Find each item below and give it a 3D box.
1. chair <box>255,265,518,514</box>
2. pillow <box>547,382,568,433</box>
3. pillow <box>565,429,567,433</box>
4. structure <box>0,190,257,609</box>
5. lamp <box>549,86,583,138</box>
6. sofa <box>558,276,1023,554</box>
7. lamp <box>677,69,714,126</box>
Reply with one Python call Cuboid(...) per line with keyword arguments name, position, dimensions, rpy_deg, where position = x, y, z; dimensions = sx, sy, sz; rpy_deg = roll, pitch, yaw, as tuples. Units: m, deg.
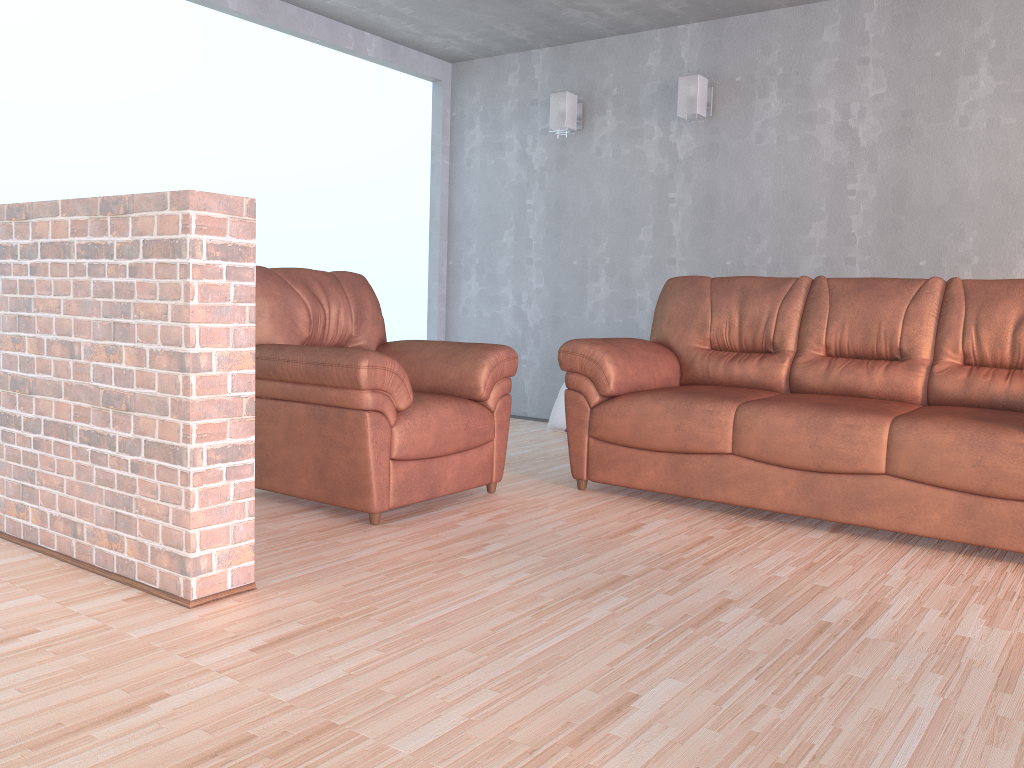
Cuboid(name="chair", position=(-0.607, -0.032, 3.638), dimensions=(0.936, 0.879, 0.970), rpy_deg=(5, 7, 34))
Cuboid(name="pillow", position=(0.404, 0.150, 5.565), dimensions=(0.327, 0.326, 0.241), rpy_deg=(6, 7, 39))
Cuboid(name="pillow", position=(0.555, 0.263, 5.277), dimensions=(0.365, 0.130, 0.392), rpy_deg=(-2, 6, -34))
Cuboid(name="structure", position=(-1.323, -0.013, 2.712), dimensions=(1.422, 1.057, 0.211), rpy_deg=(6, 7, 35))
Cuboid(name="lamp", position=(0.338, -1.731, 5.665), dimensions=(0.165, 0.319, 0.168), rpy_deg=(6, 7, 35))
Cuboid(name="sofa", position=(1.349, 0.010, 3.604), dimensions=(2.202, 0.923, 0.981), rpy_deg=(6, 7, 35))
Cuboid(name="lamp", position=(1.059, -1.661, 5.158), dimensions=(0.165, 0.319, 0.177), rpy_deg=(6, 7, 35))
